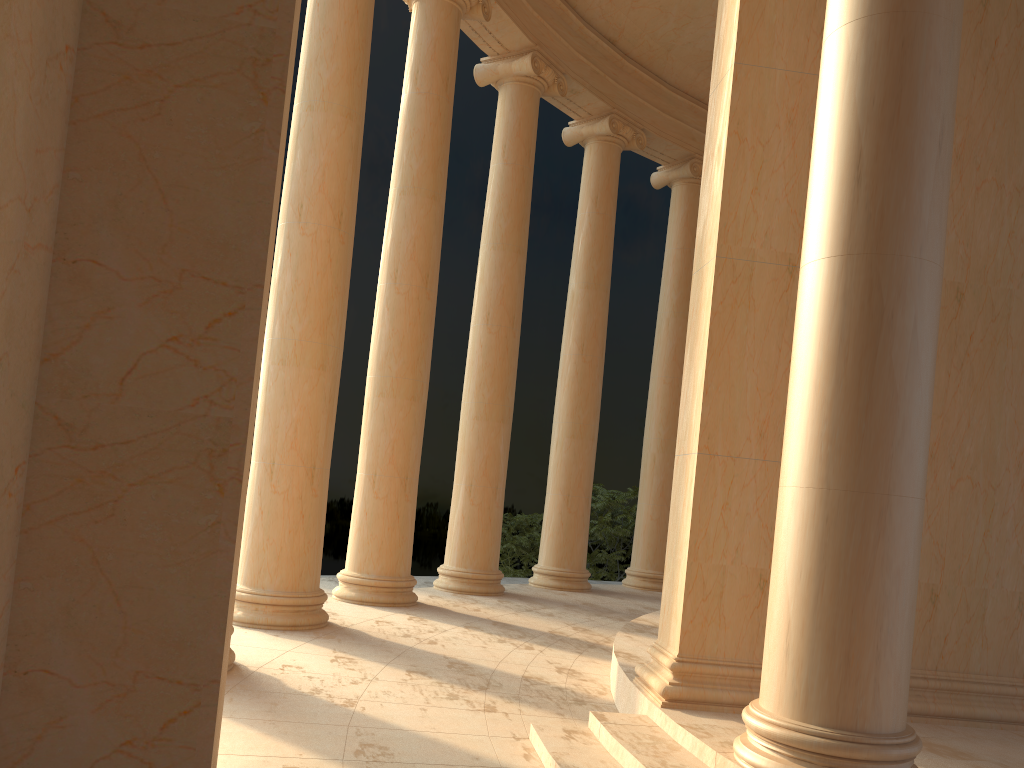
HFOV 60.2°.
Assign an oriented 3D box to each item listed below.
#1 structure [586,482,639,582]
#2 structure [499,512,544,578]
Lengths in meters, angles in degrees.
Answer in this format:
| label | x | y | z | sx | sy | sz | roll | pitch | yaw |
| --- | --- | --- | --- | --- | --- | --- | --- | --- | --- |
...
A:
| label | x | y | z | sx | sy | sz | roll | pitch | yaw |
| --- | --- | --- | --- | --- | --- | --- | --- | --- | --- |
| structure | 183.203 | 327.915 | 1606.933 | 247.266 | 298.529 | 238.469 | 6 | -4 | -3 |
| structure | -3.655 | 311.032 | 1516.512 | 149.069 | 187.722 | 156.443 | 5 | -4 | 7 |
